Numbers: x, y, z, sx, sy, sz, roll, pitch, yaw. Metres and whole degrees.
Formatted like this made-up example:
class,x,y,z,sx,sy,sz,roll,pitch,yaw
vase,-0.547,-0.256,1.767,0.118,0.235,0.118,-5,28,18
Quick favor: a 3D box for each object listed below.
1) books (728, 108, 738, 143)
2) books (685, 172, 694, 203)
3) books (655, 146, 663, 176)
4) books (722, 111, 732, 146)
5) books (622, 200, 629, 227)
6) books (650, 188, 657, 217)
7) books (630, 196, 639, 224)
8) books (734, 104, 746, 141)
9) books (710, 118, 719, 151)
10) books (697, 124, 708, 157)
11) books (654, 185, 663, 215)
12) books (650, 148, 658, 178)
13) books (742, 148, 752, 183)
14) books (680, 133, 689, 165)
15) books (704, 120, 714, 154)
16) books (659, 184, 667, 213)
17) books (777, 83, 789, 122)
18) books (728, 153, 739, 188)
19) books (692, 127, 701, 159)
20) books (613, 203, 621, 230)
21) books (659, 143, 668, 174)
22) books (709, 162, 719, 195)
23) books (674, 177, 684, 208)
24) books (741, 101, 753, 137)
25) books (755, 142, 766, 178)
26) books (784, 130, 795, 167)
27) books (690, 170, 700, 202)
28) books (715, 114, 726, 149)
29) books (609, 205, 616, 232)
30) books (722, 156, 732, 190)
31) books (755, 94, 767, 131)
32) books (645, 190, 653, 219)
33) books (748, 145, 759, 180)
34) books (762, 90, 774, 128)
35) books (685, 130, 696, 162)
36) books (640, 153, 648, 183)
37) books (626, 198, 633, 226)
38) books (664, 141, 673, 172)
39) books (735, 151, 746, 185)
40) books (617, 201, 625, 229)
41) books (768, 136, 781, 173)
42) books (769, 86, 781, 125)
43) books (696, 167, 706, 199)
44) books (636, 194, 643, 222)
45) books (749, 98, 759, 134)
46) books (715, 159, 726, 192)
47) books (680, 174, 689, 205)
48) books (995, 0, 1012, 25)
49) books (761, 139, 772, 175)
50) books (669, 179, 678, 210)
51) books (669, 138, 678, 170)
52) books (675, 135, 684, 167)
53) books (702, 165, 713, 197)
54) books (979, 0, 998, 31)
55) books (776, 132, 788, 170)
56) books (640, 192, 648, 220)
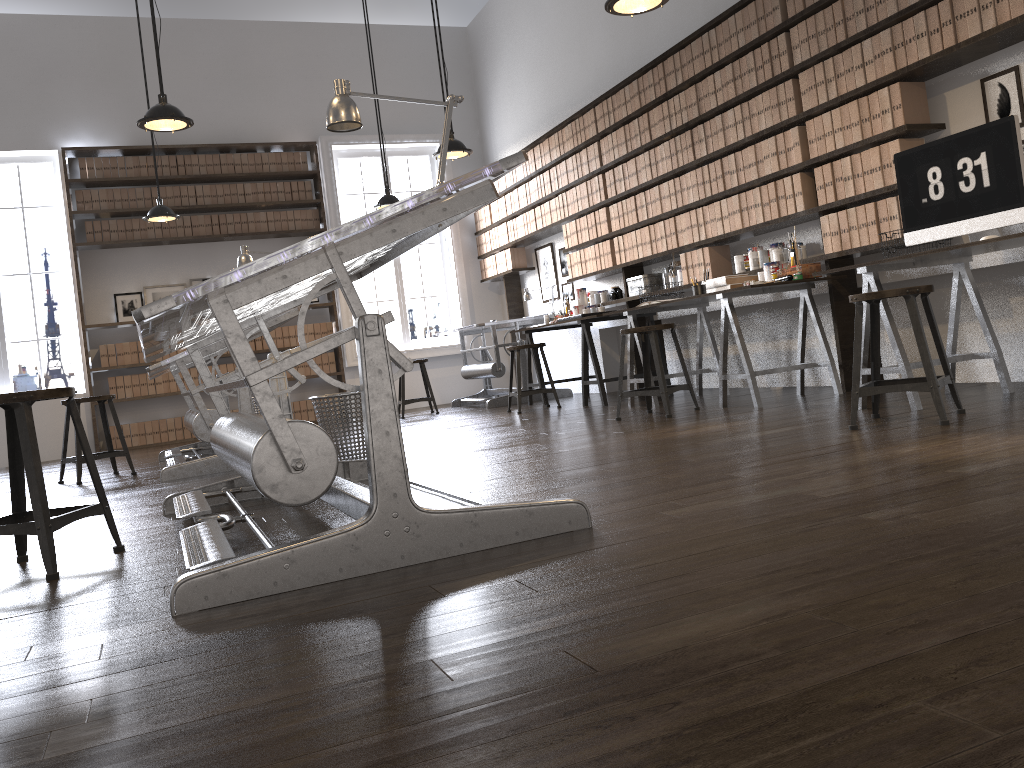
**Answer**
class,x,y,z,sx,sy,sz,roll,pitch,yaw
books,1.489,-1.654,5.690,0.175,0.226,0.066,-7,-1,-22
books,1.315,-1.369,6.200,0.175,0.226,0.066,-7,-1,-22
books,1.155,-1.639,6.526,0.175,0.226,0.066,-7,-1,-22
books,1.467,-1.653,5.748,0.175,0.226,0.066,-7,-1,-22
books,0.976,-1.353,7.039,0.175,0.226,0.066,-7,-1,-22
books,1.138,-1.361,6.644,0.175,0.226,0.066,-7,-1,-22
books,1.026,-1.355,6.909,0.175,0.226,0.066,-7,-1,-22
books,1.514,-1.655,5.622,0.175,0.226,0.066,-7,-1,-22
books,1.418,-1.651,5.873,0.175,0.226,0.066,-7,-1,-22
books,1.361,-1.648,6.003,0.175,0.226,0.066,-7,-1,-22
books,1.158,-1.361,6.580,0.175,0.226,0.066,-7,-1,-22
books,1.127,-1.637,6.590,0.175,0.226,0.066,-7,-1,-22
books,1.559,-1.380,5.603,0.175,0.226,0.066,-7,-1,-22
books,1.283,-1.644,6.208,0.175,0.226,0.066,-7,-1,-22
books,1.391,-1.649,5.939,0.175,0.226,0.066,-7,-1,-22
books,1.187,-1.363,6.520,0.175,0.226,0.066,-7,-1,-22
books,1.671,-1.662,5.242,0.175,0.226,0.066,-7,-1,-22
books,1.502,-1.377,5.733,0.175,0.226,0.066,-7,-1,-22
books,1.339,-1.647,6.070,0.175,0.226,0.066,-7,-1,-22
books,0.922,-1.350,7.163,0.175,0.226,0.066,-7,-1,-22
books,1.178,-1.639,6.460,0.175,0.226,0.066,-7,-1,-22
books,1.424,-1.374,5.938,0.175,0.226,0.066,-7,-1,-22
books,1.264,-1.367,6.330,0.175,0.226,0.066,-7,-1,-22
books,1.544,-1.656,5.558,0.175,0.226,0.066,-7,-1,-22
books,1.608,-1.383,5.479,0.175,0.226,0.066,-7,-1,-22
books,1.711,-1.387,5.230,0.175,0.226,0.066,-7,-1,-22
books,1.339,-1.370,6.132,0.175,0.226,0.066,-7,-1,-22
books,1.438,-1.651,5.808,0.175,0.226,0.066,-7,-1,-22
books,0.898,-1.350,7.231,0.175,0.226,0.066,-7,-1,-22
books,1.480,-1.377,5.801,0.175,0.226,0.066,-7,-1,-22
books,1.594,-1.659,5.428,0.175,0.226,0.066,-7,-1,-22
books,1.112,-1.360,6.710,0.175,0.226,0.066,-7,-1,-22
books,1.579,-1.381,5.539,0.175,0.226,0.066,-7,-1,-22
books,1.618,-1.659,5.360,0.175,0.226,0.066,-7,-1,-22
books,1.306,-1.645,6.137,0.175,0.226,0.066,-7,-1,-22
books,1.072,-1.634,6.721,0.175,0.226,0.066,-7,-1,-22
books,1.003,-1.355,6.979,0.175,0.226,0.066,-7,-1,-22
books,1.201,-1.640,6.391,0.175,0.226,0.066,-7,-1,-22
books,1.532,-1.379,5.669,0.175,0.226,0.066,-7,-1,-22
books,0.949,-1.352,7.096,0.175,0.226,0.066,-7,-1,-22
books,1.653,-1.384,5.358,0.175,0.226,0.066,-7,-1,-22
books,1.643,-1.661,5.299,0.175,0.226,0.066,-7,-1,-22
books,1.366,-1.371,6.065,0.175,0.226,0.066,-7,-1,-22
books,1.059,-1.357,6.842,0.175,0.226,0.066,-7,-1,-22
books,1.572,-1.658,5.494,0.175,0.226,0.066,-7,-1,-22
books,1.447,-1.375,5.868,0.175,0.226,0.066,-7,-1,-22
books,1.292,-1.368,6.266,0.175,0.226,0.066,-7,-1,-22
books,2.215,-1.694,3.901,0.175,0.226,0.066,-7,-1,-22
books,1.630,-1.383,5.420,0.175,0.226,0.066,-7,-1,-22
books,1.234,-1.365,6.393,0.175,0.226,0.066,-7,-1,-22
books,1.228,-1.641,6.325,0.175,0.226,0.066,-7,-1,-22
books,1.256,-1.643,6.268,0.175,0.226,0.066,-7,-1,-22
books,1.393,-1.373,6.008,0.175,0.226,0.066,-7,-1,-22
books,2.186,-1.692,3.964,0.175,0.226,0.066,-7,-1,-22
books,1.683,-1.386,5.294,0.175,0.226,0.066,-7,-1,-22
books,1.081,-1.358,6.774,0.175,0.226,0.066,-7,-1,-22
